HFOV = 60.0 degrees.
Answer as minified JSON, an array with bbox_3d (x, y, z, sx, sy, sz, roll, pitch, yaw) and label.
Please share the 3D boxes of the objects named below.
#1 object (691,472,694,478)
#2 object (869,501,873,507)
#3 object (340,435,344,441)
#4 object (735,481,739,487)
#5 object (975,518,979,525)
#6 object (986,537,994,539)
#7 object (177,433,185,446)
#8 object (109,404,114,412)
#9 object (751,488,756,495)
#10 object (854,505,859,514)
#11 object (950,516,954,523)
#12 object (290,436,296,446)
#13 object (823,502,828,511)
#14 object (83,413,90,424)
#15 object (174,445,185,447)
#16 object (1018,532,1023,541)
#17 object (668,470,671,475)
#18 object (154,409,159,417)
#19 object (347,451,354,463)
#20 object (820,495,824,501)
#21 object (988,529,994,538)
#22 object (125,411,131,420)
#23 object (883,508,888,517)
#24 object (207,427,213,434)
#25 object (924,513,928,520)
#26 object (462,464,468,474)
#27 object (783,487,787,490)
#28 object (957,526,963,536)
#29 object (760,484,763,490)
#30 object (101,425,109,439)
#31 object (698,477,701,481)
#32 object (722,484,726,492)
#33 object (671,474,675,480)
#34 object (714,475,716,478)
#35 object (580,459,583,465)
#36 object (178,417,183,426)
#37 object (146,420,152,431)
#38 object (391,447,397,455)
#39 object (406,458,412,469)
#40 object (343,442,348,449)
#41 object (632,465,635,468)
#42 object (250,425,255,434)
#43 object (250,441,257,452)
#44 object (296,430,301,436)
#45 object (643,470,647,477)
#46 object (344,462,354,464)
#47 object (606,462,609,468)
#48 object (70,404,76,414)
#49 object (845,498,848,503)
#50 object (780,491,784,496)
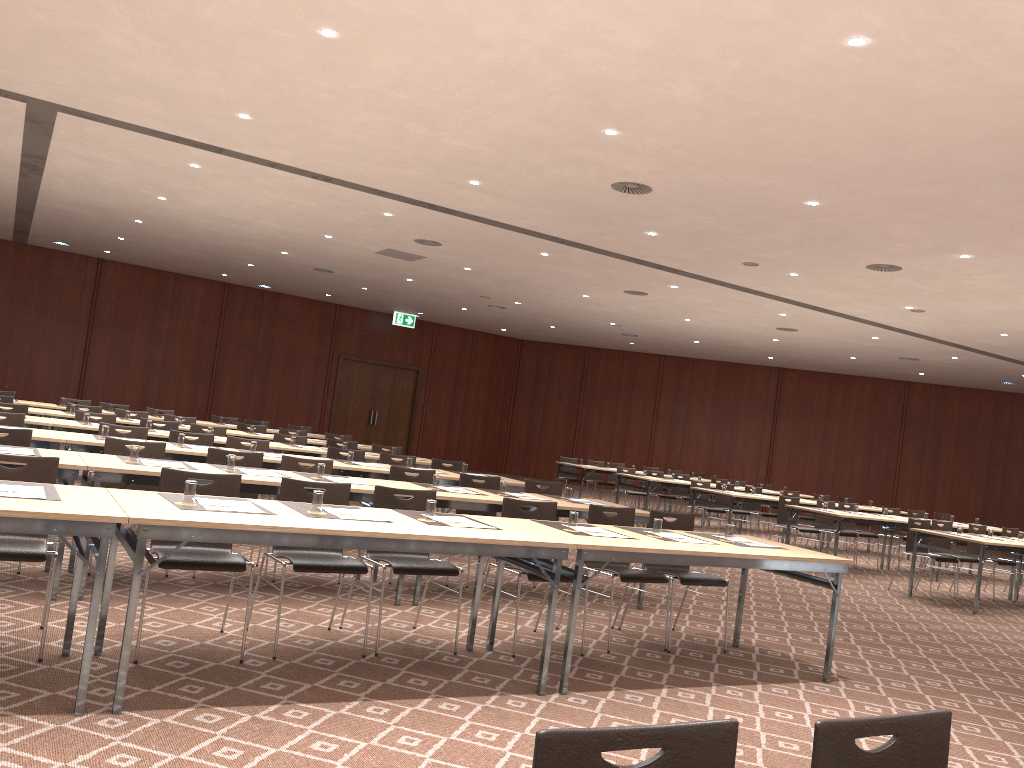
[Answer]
[{"bbox_3d":[3.882,1.958,19.039,0.054,0.114,0.054,7,-2,26],"label":"object"},{"bbox_3d":[6.427,2.151,15.882,0.054,0.114,0.054,7,-2,26],"label":"object"},{"bbox_3d":[-2.494,0.813,13.002,0.054,0.114,0.054,7,-2,26],"label":"object"},{"bbox_3d":[4.311,1.918,16.975,0.054,0.114,0.054,7,-2,26],"label":"object"},{"bbox_3d":[7.423,2.203,14.160,0.054,0.114,0.054,7,-2,26],"label":"object"},{"bbox_3d":[5.907,1.905,10.974,0.102,0.001,0.102,10,-4,-41],"label":"object"},{"bbox_3d":[-3.014,0.509,8.084,0.054,0.114,0.054,8,-2,4],"label":"object"},{"bbox_3d":[-6.001,0.354,13.276,0.054,0.114,0.054,8,-2,4],"label":"object"},{"bbox_3d":[3.931,1.746,14.428,0.054,0.114,0.054,10,-3,-41],"label":"object"},{"bbox_3d":[4.928,1.797,12.693,0.054,0.114,0.054,10,-3,-41],"label":"object"},{"bbox_3d":[6.868,2.113,13.839,0.054,0.114,0.054,7,-2,26],"label":"object"},{"bbox_3d":[-2.621,0.682,10.607,0.054,0.114,0.054,8,-2,4],"label":"object"},{"bbox_3d":[4.378,1.708,12.375,0.054,0.114,0.054,10,-3,-41],"label":"object"},{"bbox_3d":[-4.553,0.369,9.489,0.054,0.114,0.054,8,-2,4],"label":"object"},{"bbox_3d":[-3.024,0.566,8.077,0.102,0.001,0.102,10,-4,-41],"label":"object"},{"bbox_3d":[6.481,1.940,11.294,0.054,0.114,0.054,10,-3,-41],"label":"object"},{"bbox_3d":[3.320,1.867,18.713,0.054,0.114,0.054,7,-2,26],"label":"object"},{"bbox_3d":[-5.455,0.443,13.596,0.054,0.114,0.054,8,-2,4],"label":"object"},{"bbox_3d":[-1.618,0.735,8.888,0.054,0.114,0.054,8,-2,4],"label":"object"},{"bbox_3d":[5.322,1.971,15.240,0.054,0.114,0.054,7,-2,26],"label":"object"},{"bbox_3d":[5.922,1.849,10.972,0.054,0.114,0.054,10,-3,-41],"label":"object"},{"bbox_3d":[-4.999,0.406,11.534,0.054,0.114,0.054,8,-2,4],"label":"object"},{"bbox_3d":[5.489,1.889,13.028,0.054,0.114,0.054,10,-3,-41],"label":"object"},{"bbox_3d":[-3.451,0.548,10.127,0.054,0.114,0.054,8,-2,4],"label":"object"},{"bbox_3d":[6.311,2.022,13.514,0.054,0.114,0.054,7,-2,26],"label":"object"},{"bbox_3d":[-0.507,0.916,9.546,0.054,0.114,0.054,7,-2,26],"label":"object"},{"bbox_3d":[5.425,2.099,17.626,0.054,0.114,0.054,7,-2,26],"label":"object"},{"bbox_3d":[5.374,1.760,10.643,0.054,0.114,0.054,10,-3,-41],"label":"object"},{"bbox_3d":[4.868,2.009,17.305,0.054,0.114,0.054,7,-2,26],"label":"object"},{"bbox_3d":[-3.556,0.421,7.750,0.054,0.114,0.054,8,-2,4],"label":"object"},{"bbox_3d":[3.487,1.784,16.492,0.054,0.114,0.054,10,-3,-41],"label":"object"},{"bbox_3d":[3.375,1.655,14.104,0.054,0.114,0.054,10,-3,-41],"label":"object"},{"bbox_3d":[2.938,1.695,16.176,0.054,0.114,0.054,10,-3,-41],"label":"object"},{"bbox_3d":[4.431,2.048,19.364,0.054,0.114,0.054,7,-2,26],"label":"object"},{"bbox_3d":[1.376,1.551,17.574,0.054,0.114,0.054,10,-3,-41],"label":"object"},{"bbox_3d":[-4.440,0.497,11.864,0.054,0.114,0.054,8,-2,4],"label":"object"},{"bbox_3d":[-4.015,0.457,9.812,0.054,0.114,0.054,8,-2,4],"label":"object"},{"bbox_3d":[-1.502,0.864,11.273,0.054,0.114,0.054,7,-2,26],"label":"object"},{"bbox_3d":[-1.068,0.825,9.210,0.054,0.114,0.054,8,-2,4],"label":"object"},{"bbox_3d":[-2.061,0.774,10.948,0.054,0.114,0.054,8,-2,4],"label":"object"},{"bbox_3d":[2.494,1.733,18.224,0.054,0.114,0.054,10,-3,-41],"label":"object"},{"bbox_3d":[-3.617,0.631,12.346,0.054,0.114,0.054,8,-2,4],"label":"object"},{"bbox_3d":[-2.455,0.600,8.411,0.054,0.114,0.054,8,-2,4],"label":"object"},{"bbox_3d":[-3.056,0.722,12.684,0.054,0.114,0.054,8,-2,4],"label":"object"},{"bbox_3d":[2.375,1.603,15.834,0.054,0.114,0.054,10,-3,-41],"label":"object"},{"bbox_3d":[-1.638,0.791,8.888,0.102,0.001,0.102,10,-4,-41],"label":"object"},{"bbox_3d":[1.936,1.643,17.910,0.054,0.114,0.054,10,-3,-41],"label":"object"},{"bbox_3d":[-5.551,0.317,11.212,0.054,0.114,0.054,8,-2,4],"label":"object"},{"bbox_3d":[5.868,2.060,15.562,0.054,0.114,0.054,7,-2,26],"label":"object"},{"bbox_3d":[4.487,1.836,14.755,0.054,0.114,0.054,10,-3,-41],"label":"object"}]
